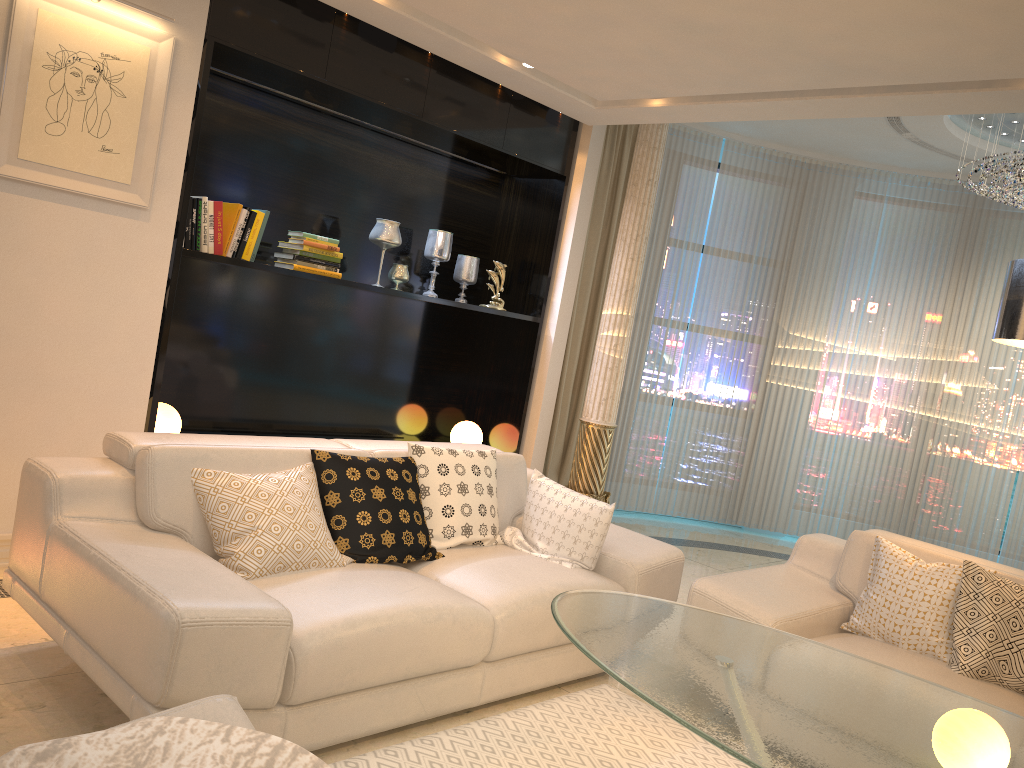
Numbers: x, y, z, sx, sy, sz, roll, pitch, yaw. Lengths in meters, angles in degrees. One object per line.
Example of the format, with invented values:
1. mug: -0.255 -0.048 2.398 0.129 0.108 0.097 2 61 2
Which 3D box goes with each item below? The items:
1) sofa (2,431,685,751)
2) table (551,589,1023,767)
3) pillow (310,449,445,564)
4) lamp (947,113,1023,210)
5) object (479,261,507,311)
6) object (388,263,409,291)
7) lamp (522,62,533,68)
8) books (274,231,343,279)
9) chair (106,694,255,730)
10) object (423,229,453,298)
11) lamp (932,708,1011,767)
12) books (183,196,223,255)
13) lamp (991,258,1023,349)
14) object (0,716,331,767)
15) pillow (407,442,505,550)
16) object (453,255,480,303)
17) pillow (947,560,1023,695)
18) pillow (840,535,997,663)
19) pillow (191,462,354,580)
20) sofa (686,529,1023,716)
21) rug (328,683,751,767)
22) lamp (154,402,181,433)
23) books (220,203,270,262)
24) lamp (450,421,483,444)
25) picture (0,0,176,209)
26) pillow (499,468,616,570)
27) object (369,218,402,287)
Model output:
1. sofa: -0.446 0.669 3.334 1.145 0.754 2.328 14 5 43
2. table: 0.891 1.083 1.953 2.140 0.565 0.999 14 5 42
3. pillow: -0.484 0.454 3.307 0.323 0.355 0.524 14 5 43
4. lamp: 3.576 -1.200 5.094 2.109 0.685 2.109 10 4 -2
5. object: -0.098 -0.613 5.531 0.116 0.293 0.182 14 5 40
6. object: -0.660 -0.617 5.150 0.119 0.154 0.119 7 5 -37
7. lamp: 0.101 -1.695 4.563 0.107 0.127 0.107 12 4 24
8. books: -1.057 -0.679 4.652 0.296 0.197 0.260 7 5 -44
9. chair: -0.515 0.690 1.072 1.027 0.991 0.983 14 5 42
10. object: -0.473 -0.731 5.480 0.156 0.426 0.156 7 5 -42
11. lamp: 0.940 0.741 1.819 0.143 0.143 0.143 12 4 27
12. books: -1.491 -0.757 4.138 0.208 0.270 0.240 14 5 43
13. lamp: 1.913 0.232 2.807 0.393 2.519 2.009 14 5 43
14. object: -0.367 0.924 0.984 0.972 0.580 1.347 10 4 -10
15. pillow: -0.201 0.466 3.669 0.255 0.399 0.526 14 5 43
16. object: -0.303 -0.657 5.668 0.147 0.317 0.147 6 5 -45
17. pillow: 1.828 0.889 3.090 0.587 0.429 0.288 12 4 18
18. pillow: 1.525 0.819 3.340 0.222 0.380 0.463 7 5 -42
19. pillow: -0.794 0.456 2.969 0.351 0.329 0.521 14 5 43
20. sofa: 1.830 1.107 2.949 2.328 0.754 1.145 14 5 43
21. rug: 0.849 1.377 1.949 2.900 0.020 1.661 14 5 43
22. lamp: -1.714 0.196 4.295 0.213 0.214 0.212 10 4 -7
23. books: -1.337 -0.737 4.310 0.212 0.261 0.210 14 5 43
24. lamp: -0.298 0.349 5.814 0.212 0.214 0.213 11 4 4
25. picture: -1.682 -1.121 3.510 0.027 0.729 0.610 14 5 43
26. pillow: 0.173 0.559 3.709 0.281 0.325 0.521 7 5 -37
27. object: -0.736 -0.740 5.054 0.181 0.381 0.181 13 5 37
